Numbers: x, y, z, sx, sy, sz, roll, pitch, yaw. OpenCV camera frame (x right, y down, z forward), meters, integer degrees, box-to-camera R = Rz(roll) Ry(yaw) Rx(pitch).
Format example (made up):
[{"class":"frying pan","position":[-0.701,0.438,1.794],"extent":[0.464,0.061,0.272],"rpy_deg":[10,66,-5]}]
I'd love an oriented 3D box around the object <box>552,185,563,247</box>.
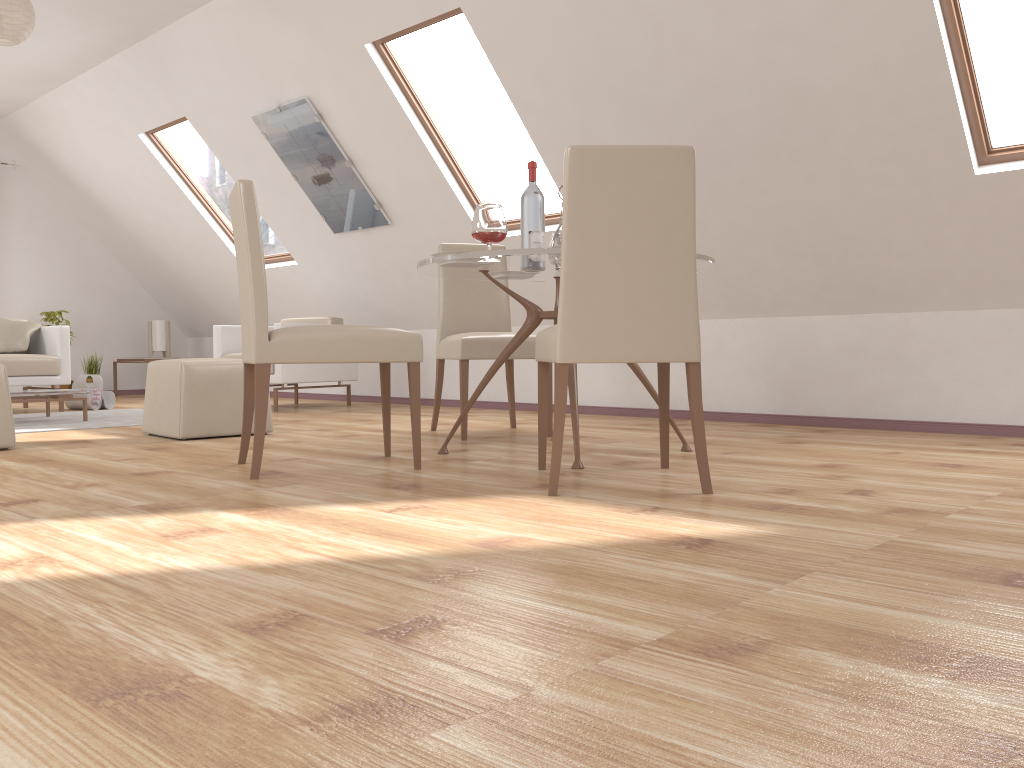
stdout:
[{"class":"object","position":[0.213,-0.650,3.619],"extent":[0.096,0.322,0.086],"rpy_deg":[0,2,6]}]

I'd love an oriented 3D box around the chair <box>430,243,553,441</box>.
[{"class":"chair","position":[-0.119,-0.245,4.518],"extent":[0.477,0.999,0.618],"rpy_deg":[-1,2,-19]}]

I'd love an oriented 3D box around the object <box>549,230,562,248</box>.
[{"class":"object","position":[0.230,-0.592,3.968],"extent":[0.136,0.183,0.136],"rpy_deg":[-1,2,-20]}]

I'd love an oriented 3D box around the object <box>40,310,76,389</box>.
[{"class":"object","position":[-4.347,-0.284,8.477],"extent":[0.307,0.846,0.311],"rpy_deg":[1,2,35]}]

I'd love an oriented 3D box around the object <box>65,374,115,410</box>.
[{"class":"object","position":[-3.251,0.061,6.831],"extent":[0.315,0.267,0.212],"rpy_deg":[1,2,30]}]

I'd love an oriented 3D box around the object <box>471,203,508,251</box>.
[{"class":"object","position":[-0.083,-0.564,3.250],"extent":[0.136,0.183,0.136],"rpy_deg":[0,2,22]}]

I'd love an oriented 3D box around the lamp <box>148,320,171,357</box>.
[{"class":"lamp","position":[-3.591,-0.460,9.048],"extent":[0.221,0.375,0.180],"rpy_deg":[-1,2,-13]}]

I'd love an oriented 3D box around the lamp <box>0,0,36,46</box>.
[{"class":"lamp","position":[-2.755,-2.089,4.765],"extent":[0.340,0.497,0.340],"rpy_deg":[-1,2,-7]}]

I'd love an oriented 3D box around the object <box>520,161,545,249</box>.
[{"class":"object","position":[0.086,-0.709,3.702],"extent":[0.109,0.435,0.109],"rpy_deg":[1,3,39]}]

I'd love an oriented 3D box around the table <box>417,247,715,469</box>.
[{"class":"table","position":[0.217,-0.103,3.641],"extent":[1.198,0.770,1.198],"rpy_deg":[-1,2,-26]}]

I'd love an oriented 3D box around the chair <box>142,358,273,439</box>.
[{"class":"chair","position":[-1.576,0.062,4.585],"extent":[0.506,0.394,0.506],"rpy_deg":[-2,3,-43]}]

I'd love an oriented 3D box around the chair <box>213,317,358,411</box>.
[{"class":"chair","position":[-1.752,-0.171,6.877],"extent":[0.748,0.706,0.820],"rpy_deg":[1,2,33]}]

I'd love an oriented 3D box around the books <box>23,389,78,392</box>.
[{"class":"books","position":[-2.920,0.042,5.638],"extent":[0.192,0.005,0.280],"rpy_deg":[1,2,35]}]

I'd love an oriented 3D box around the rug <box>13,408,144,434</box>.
[{"class":"rug","position":[-3.257,0.248,5.239],"extent":[1.600,0.007,2.800],"rpy_deg":[1,3,43]}]

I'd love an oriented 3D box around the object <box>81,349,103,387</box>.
[{"class":"object","position":[-4.006,-0.101,8.480],"extent":[0.209,0.480,0.234],"rpy_deg":[0,2,10]}]

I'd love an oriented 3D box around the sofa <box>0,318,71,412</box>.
[{"class":"sofa","position":[-4.205,-0.128,6.173],"extent":[0.820,0.706,1.880],"rpy_deg":[1,3,43]}]

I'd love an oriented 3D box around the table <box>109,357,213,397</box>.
[{"class":"table","position":[-3.504,-0.072,8.913],"extent":[0.773,0.390,0.730],"rpy_deg":[1,3,42]}]

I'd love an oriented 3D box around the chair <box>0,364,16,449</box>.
[{"class":"chair","position":[-2.535,0.093,3.922],"extent":[0.506,0.394,0.506],"rpy_deg":[-2,3,-42]}]

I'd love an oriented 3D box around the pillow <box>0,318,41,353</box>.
[{"class":"pillow","position":[-3.791,-0.373,6.686],"extent":[0.424,0.276,0.269],"rpy_deg":[0,2,3]}]

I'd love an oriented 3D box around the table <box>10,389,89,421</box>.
[{"class":"table","position":[-3.279,0.154,5.310],"extent":[0.730,0.190,1.173],"rpy_deg":[1,3,43]}]

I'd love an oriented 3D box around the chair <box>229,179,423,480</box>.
[{"class":"chair","position":[-0.688,-0.195,3.235],"extent":[0.618,0.999,0.477],"rpy_deg":[-1,2,-22]}]

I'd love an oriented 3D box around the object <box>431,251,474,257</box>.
[{"class":"object","position":[-0.189,-0.488,3.415],"extent":[0.228,0.020,0.228],"rpy_deg":[-1,2,-24]}]

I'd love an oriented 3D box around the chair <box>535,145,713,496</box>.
[{"class":"chair","position":[0.329,-0.188,2.823],"extent":[0.477,0.999,0.618],"rpy_deg":[0,2,-2]}]

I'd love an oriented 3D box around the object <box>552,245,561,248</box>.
[{"class":"object","position":[0.257,-0.484,3.224],"extent":[0.228,0.020,0.228],"rpy_deg":[0,2,-1]}]

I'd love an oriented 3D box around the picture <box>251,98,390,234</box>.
[{"class":"picture","position":[-1.325,-1.472,6.138],"extent":[0.650,0.738,0.683],"rpy_deg":[1,3,43]}]
